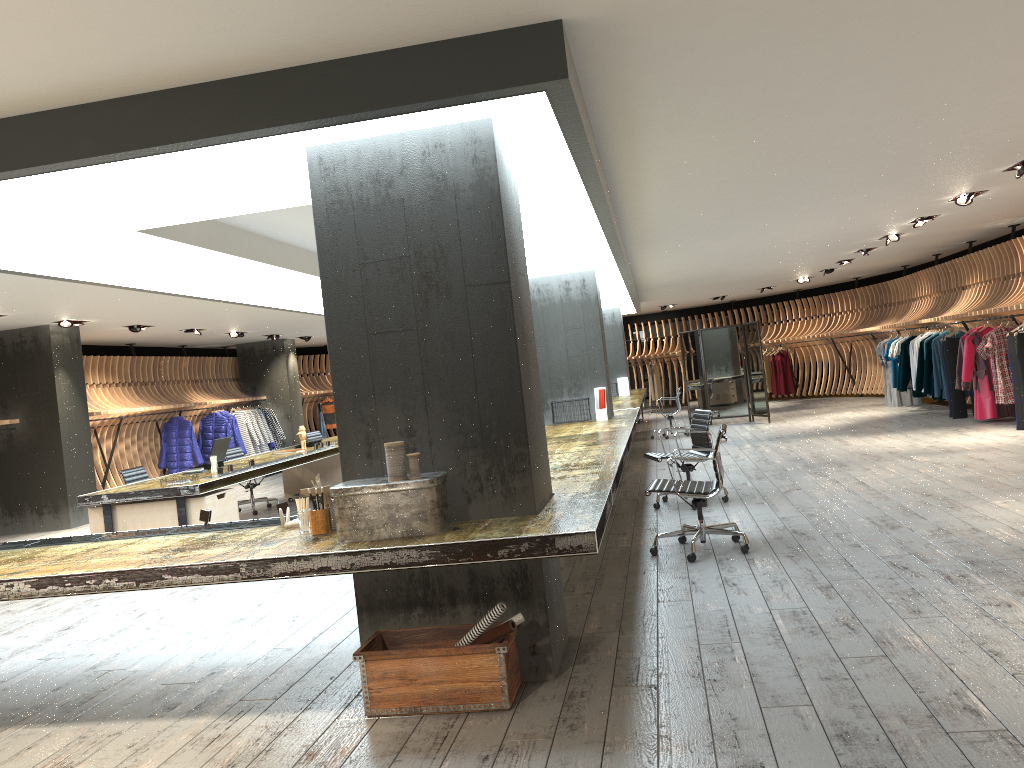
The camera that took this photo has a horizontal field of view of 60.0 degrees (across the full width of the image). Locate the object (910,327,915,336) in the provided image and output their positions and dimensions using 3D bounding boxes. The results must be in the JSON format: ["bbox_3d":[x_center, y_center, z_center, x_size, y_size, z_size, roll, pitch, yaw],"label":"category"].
[{"bbox_3d":[7.127,-0.860,15.723,0.524,0.284,0.014,-6,0,19],"label":"object"}]

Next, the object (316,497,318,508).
[{"bbox_3d":[-0.899,0.604,4.140,0.018,0.158,0.011,-7,-1,27],"label":"object"}]

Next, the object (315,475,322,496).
[{"bbox_3d":[-0.892,0.559,4.214,0.062,0.264,0.012,-6,-1,-38],"label":"object"}]

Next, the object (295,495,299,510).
[{"bbox_3d":[-1.005,0.606,4.191,0.007,0.170,0.030,-7,-1,20],"label":"object"}]

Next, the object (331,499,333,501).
[{"bbox_3d":[-0.852,0.586,4.212,0.081,0.198,0.050,-7,-1,34],"label":"object"}]

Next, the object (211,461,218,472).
[{"bbox_3d":[-3.005,0.840,8.953,0.061,0.111,0.062,-7,0,43],"label":"object"}]

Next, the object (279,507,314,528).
[{"bbox_3d":[-0.956,0.492,4.438,0.431,0.429,0.195,-6,0,5],"label":"object"}]

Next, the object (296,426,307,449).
[{"bbox_3d":[-2.666,0.684,11.257,0.097,0.300,0.320,-6,0,-7],"label":"object"}]

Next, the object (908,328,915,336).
[{"bbox_3d":[7.169,-0.877,15.890,0.525,0.270,0.012,-6,-1,-6],"label":"object"}]

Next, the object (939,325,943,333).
[{"bbox_3d":[6.893,-0.832,14.201,0.525,0.270,0.012,-6,-1,9],"label":"object"}]

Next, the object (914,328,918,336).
[{"bbox_3d":[7.117,-0.863,15.537,0.525,0.270,0.012,-6,-1,9],"label":"object"}]

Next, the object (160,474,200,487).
[{"bbox_3d":[-2.965,0.864,7.920,0.302,0.074,0.217,-6,0,4],"label":"object"}]

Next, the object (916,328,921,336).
[{"bbox_3d":[7.116,-0.862,15.454,0.525,0.270,0.012,-6,-1,9],"label":"object"}]

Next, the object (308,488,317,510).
[{"bbox_3d":[-0.905,0.581,4.096,0.054,0.207,0.008,-6,-1,-8],"label":"object"}]

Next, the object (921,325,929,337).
[{"bbox_3d":[7.023,-0.856,14.961,0.525,0.270,0.012,-6,-1,14],"label":"object"}]

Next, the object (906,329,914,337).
[{"bbox_3d":[7.202,-0.870,16.001,0.524,0.285,0.013,-6,-1,4],"label":"object"}]

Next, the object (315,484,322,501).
[{"bbox_3d":[-0.891,0.581,4.224,0.009,0.222,0.083,-7,-1,39],"label":"object"}]

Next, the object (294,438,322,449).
[{"bbox_3d":[-2.712,0.791,11.810,0.262,0.088,0.373,-6,0,9],"label":"object"}]

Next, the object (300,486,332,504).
[{"bbox_3d":[-0.915,0.590,4.179,0.138,0.209,0.034,-6,-1,-11],"label":"object"}]

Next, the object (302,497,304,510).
[{"bbox_3d":[-0.989,0.604,4.224,0.007,0.170,0.030,-6,-1,-41],"label":"object"}]

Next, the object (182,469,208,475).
[{"bbox_3d":[-3.282,0.910,9.175,0.213,0.019,0.219,-6,0,-6],"label":"object"}]

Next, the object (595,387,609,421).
[{"bbox_3d":[1.055,0.235,10.506,0.129,0.383,0.240,-6,0,9],"label":"object"}]

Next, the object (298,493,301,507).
[{"bbox_3d":[-0.998,0.605,4.221,0.030,0.170,0.007,-7,-1,22],"label":"object"}]

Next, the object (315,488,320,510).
[{"bbox_3d":[-0.889,0.581,4.089,0.008,0.207,0.054,-6,0,-3],"label":"object"}]

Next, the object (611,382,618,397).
[{"bbox_3d":[1.893,0.137,17.814,0.459,0.289,0.330,-6,0,12],"label":"object"}]

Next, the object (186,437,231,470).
[{"bbox_3d":[-3.255,0.755,9.532,0.365,0.316,0.373,-6,0,9],"label":"object"}]

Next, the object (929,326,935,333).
[{"bbox_3d":[6.987,-0.850,14.730,0.525,0.270,0.012,-6,-1,9],"label":"object"}]

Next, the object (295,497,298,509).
[{"bbox_3d":[-1.007,0.606,4.195,0.007,0.170,0.030,-7,-1,32],"label":"object"}]

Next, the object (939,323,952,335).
[{"bbox_3d":[6.893,-0.830,14.088,0.525,0.270,0.012,-6,-1,9],"label":"object"}]

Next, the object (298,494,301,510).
[{"bbox_3d":[-0.998,0.605,4.184,0.007,0.170,0.030,-6,-1,-7],"label":"object"}]

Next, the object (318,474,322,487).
[{"bbox_3d":[-0.888,0.556,4.213,0.008,0.267,0.060,-7,-1,26],"label":"object"}]

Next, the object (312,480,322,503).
[{"bbox_3d":[-0.903,0.573,4.231,0.084,0.240,0.009,-6,-1,-14],"label":"object"}]

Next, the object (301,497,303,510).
[{"bbox_3d":[-0.989,0.604,4.181,0.007,0.170,0.030,-6,-1,-34],"label":"object"}]

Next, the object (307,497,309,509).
[{"bbox_3d":[-0.966,0.601,4.197,0.030,0.170,0.007,-6,-1,-24],"label":"object"}]

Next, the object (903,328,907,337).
[{"bbox_3d":[7.219,-0.881,16.192,0.525,0.270,0.012,-6,-1,14],"label":"object"}]

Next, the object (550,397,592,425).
[{"bbox_3d":[0.703,0.326,10.507,0.459,0.289,0.330,-6,0,7],"label":"object"}]

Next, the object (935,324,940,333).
[{"bbox_3d":[6.930,-0.836,14.401,0.525,0.270,0.012,-6,-1,14],"label":"object"}]

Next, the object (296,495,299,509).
[{"bbox_3d":[-1.002,0.605,4.187,0.007,0.170,0.030,-6,-1,5],"label":"object"}]

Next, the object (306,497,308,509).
[{"bbox_3d":[-0.971,0.602,4.188,0.030,0.170,0.007,-6,-1,3],"label":"object"}]

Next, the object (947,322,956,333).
[{"bbox_3d":[6.825,-0.821,13.771,0.525,0.270,0.012,-6,0,19],"label":"object"}]

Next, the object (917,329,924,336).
[{"bbox_3d":[7.082,-0.857,15.330,0.525,0.270,0.012,-6,-1,14],"label":"object"}]

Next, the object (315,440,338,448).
[{"bbox_3d":[-2.326,0.766,11.234,0.302,0.074,0.217,-6,0,4],"label":"object"}]

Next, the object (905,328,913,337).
[{"bbox_3d":[7.228,-0.876,16.102,0.523,0.291,0.013,-6,-1,4],"label":"object"}]

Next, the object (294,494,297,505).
[{"bbox_3d":[-1.009,0.606,4.200,0.030,0.170,0.007,-6,-1,-43],"label":"object"}]

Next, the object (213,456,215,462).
[{"bbox_3d":[-3.013,0.795,8.975,0.007,0.170,0.030,-6,-1,-41],"label":"object"}]

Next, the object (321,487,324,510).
[{"bbox_3d":[-0.872,0.578,4.099,0.008,0.207,0.054,-6,-1,-26],"label":"object"}]
